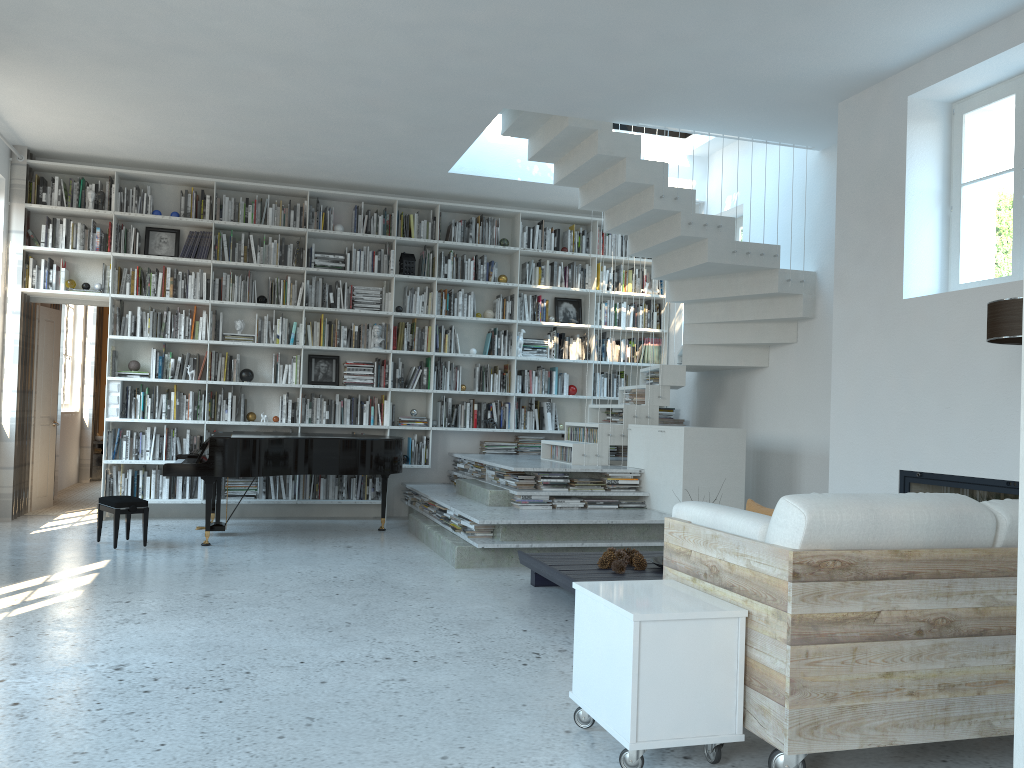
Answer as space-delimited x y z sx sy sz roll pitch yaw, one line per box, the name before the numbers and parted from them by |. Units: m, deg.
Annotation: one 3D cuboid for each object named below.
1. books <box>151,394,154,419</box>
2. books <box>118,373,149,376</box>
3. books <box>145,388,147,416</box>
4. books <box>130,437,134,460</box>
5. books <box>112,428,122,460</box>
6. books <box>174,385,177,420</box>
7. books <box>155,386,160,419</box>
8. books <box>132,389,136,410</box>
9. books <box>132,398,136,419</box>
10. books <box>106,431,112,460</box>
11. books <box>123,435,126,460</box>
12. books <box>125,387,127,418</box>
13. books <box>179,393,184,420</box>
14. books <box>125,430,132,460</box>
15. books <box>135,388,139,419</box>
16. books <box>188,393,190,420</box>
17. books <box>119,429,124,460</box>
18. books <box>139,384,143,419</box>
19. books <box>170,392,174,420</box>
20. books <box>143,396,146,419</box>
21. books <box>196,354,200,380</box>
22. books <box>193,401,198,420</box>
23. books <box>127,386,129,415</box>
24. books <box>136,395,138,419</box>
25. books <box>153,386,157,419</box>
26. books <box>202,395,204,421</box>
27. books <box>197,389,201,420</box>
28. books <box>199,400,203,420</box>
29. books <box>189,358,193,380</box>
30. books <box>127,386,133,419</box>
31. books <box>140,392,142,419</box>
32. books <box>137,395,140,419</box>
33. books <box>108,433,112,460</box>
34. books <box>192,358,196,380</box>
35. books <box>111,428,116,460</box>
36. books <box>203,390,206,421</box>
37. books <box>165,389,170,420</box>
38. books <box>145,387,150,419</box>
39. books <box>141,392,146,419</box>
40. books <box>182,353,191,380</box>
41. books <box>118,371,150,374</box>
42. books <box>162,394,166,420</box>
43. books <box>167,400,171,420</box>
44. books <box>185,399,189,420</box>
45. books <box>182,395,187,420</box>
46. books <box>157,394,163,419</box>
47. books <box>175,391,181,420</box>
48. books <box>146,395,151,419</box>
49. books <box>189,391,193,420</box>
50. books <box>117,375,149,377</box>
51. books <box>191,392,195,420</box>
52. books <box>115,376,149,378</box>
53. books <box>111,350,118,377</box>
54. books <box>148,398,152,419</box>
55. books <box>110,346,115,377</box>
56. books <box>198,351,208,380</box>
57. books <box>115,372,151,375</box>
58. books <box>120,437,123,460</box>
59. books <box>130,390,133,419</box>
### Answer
books | -3.302 0.207 8.153 0.016 0.230 0.136 2 -1 -17
books | -3.453 -0.082 8.096 0.254 0.012 0.161 3 -2 -20
books | -3.347 0.181 8.127 0.009 0.277 0.157 2 -1 -17
books | -3.466 0.588 8.096 0.025 0.200 0.137 2 -1 -17
books | -3.577 0.540 8.036 0.052 0.283 0.172 2 -1 -17
books | -3.106 0.168 8.188 0.021 0.323 0.172 2 -1 -17
books | -3.255 0.170 8.145 0.012 0.306 0.189 2 -1 -17
books | -3.447 0.183 8.082 0.007 0.264 0.177 2 -1 -17
books | -3.431 0.220 8.069 0.019 0.189 0.193 2 -2 -17
books | -3.652 0.553 8.036 0.012 0.254 0.161 2 -1 -17
books | -3.509 0.575 8.055 0.022 0.220 0.187 2 -2 -17
books | -3.510 0.170 8.084 0.008 0.285 0.159 2 -1 -17
books | -3.056 0.207 8.199 0.028 0.249 0.159 2 -1 -17
books | -3.485 0.553 8.069 0.029 0.266 0.171 2 -1 -17
books | -3.423 0.176 8.094 0.008 0.279 0.164 2 -1 -17
books | -2.995 0.212 8.231 0.010 0.246 0.160 2 -1 -17
books | -3.553 0.547 8.064 0.010 0.273 0.150 2 -1 -17
books | -3.388 0.160 8.107 0.006 0.315 0.145 2 -1 -17
books | -3.128 0.202 8.184 0.026 0.254 0.176 2 -1 -17
books | -3.362 0.214 8.131 0.016 0.211 0.146 2 -1 -17
books | -2.926 -0.154 8.255 0.021 0.251 0.154 2 -1 -17
books | -2.939 0.246 8.249 0.041 0.181 0.141 2 -2 -17
books | -3.498 0.168 8.085 0.016 0.289 0.152 2 -1 -17
books | -3.415 0.207 8.102 0.015 0.218 0.176 2 -2 -17
books | -3.266 0.172 8.129 0.019 0.300 0.180 2 -1 -17
books | -2.875 0.220 8.255 0.010 0.240 0.174 2 -2 -17
books | -2.906 0.195 8.239 0.014 0.286 0.179 2 -1 -17
books | -2.899 0.246 8.275 0.023 0.187 0.130 2 -2 -17
books | -2.973 -0.135 8.227 0.030 0.207 0.172 2 -2 -17
books | -3.482 0.167 8.083 0.014 0.294 0.171 2 -1 -17
books | -3.379 0.196 8.107 0.014 0.243 0.171 2 -2 -17
books | -3.398 0.208 8.094 0.015 0.217 0.180 2 -2 -17
books | -3.629 0.561 8.028 0.029 0.239 0.154 2 -1 -17
books | -2.949 -0.134 8.244 0.027 0.209 0.143 2 -1 -17
books | -3.605 0.542 8.019 0.011 0.277 0.189 2 -1 -17
books | -2.864 0.201 8.282 0.024 0.280 0.136 2 -1 -17
books | -3.174 0.186 8.169 0.014 0.282 0.150 2 -1 -17
books | -3.332 0.176 8.107 0.007 0.286 0.182 2 -1 -17
books | -3.364 0.196 8.097 0.009 0.244 0.184 2 -2 -17
books | -3.018 -0.160 8.221 0.060 0.255 0.158 2 -1 -17
books | -3.453 -0.106 8.101 0.254 0.012 0.161 2 -2 -16
books | -3.195 0.211 8.164 0.027 0.230 0.159 2 -1 -17
books | -3.152 0.237 8.165 0.029 0.181 0.190 2 -2 -17
books | -3.013 0.237 8.230 0.023 0.194 0.140 2 -2 -17
books | -3.035 0.218 8.221 0.025 0.229 0.153 2 -1 -17
books | -3.234 0.210 8.170 0.045 0.230 0.138 2 -1 -17
books | -3.081 0.200 8.187 0.028 0.260 0.181 2 -2 -17
books | -3.325 0.210 8.115 0.015 0.219 0.190 2 -2 -17
books | -2.974 0.202 8.219 0.021 0.265 0.185 2 -2 -17
books | -3.455 -0.069 8.100 0.254 0.012 0.161 2 -2 -16
books | -2.964 0.206 8.242 0.013 0.260 0.142 2 -1 -17
books | -3.454 -0.057 8.095 0.285 0.012 0.159 2 -2 -14
books | -3.606 -0.179 8.048 0.028 0.243 0.156 2 -1 -17
books | -3.309 0.226 8.115 0.016 0.189 0.183 2 -2 -17
books | -3.628 -0.201 8.052 0.012 0.285 0.159 2 -1 -17
books | -2.865 -0.165 8.232 0.082 0.276 0.228 2 -2 -17
books | -3.452 -0.094 8.094 0.285 0.012 0.159 2 -2 -13
books | -3.538 0.586 8.069 0.024 0.197 0.148 2 -2 -17
books | -3.467 0.186 8.096 0.022 0.257 0.141 2 -1 -17
